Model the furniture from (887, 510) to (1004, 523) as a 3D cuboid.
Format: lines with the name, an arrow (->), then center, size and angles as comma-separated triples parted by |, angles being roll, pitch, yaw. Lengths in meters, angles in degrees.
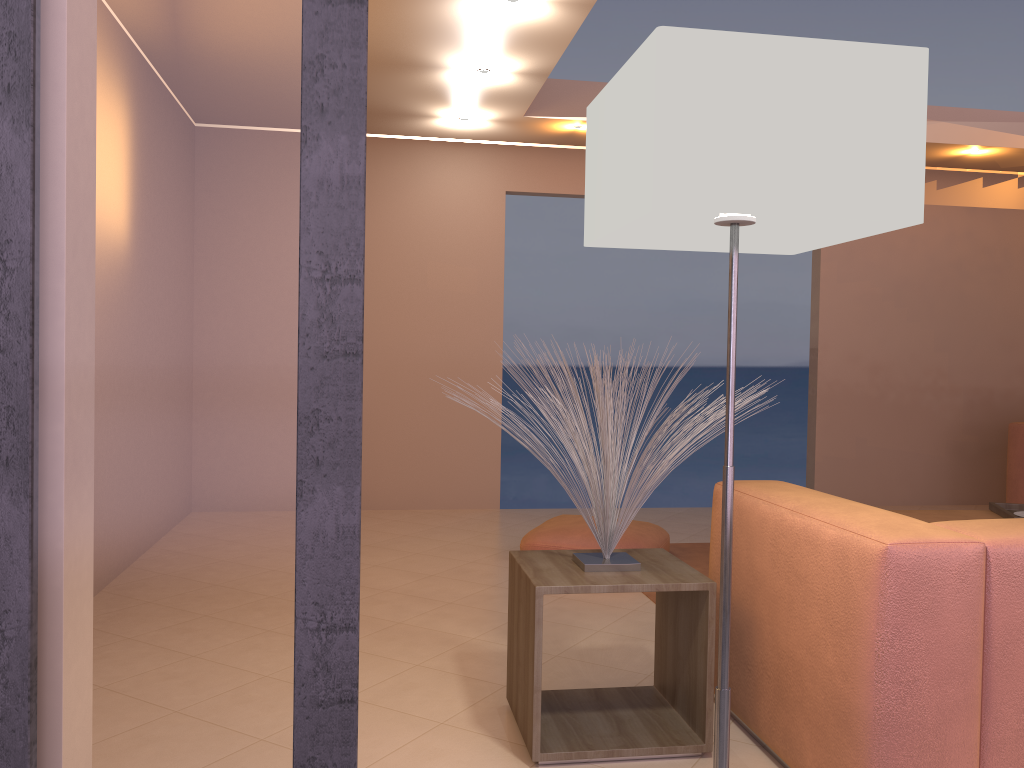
furniture -> 2.130, 0.743, 3.948 | 1.291, 0.301, 0.685 | 1, 1, -4

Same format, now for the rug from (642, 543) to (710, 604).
rug -> 1.855, 0.930, 4.182 | 2.626, 0.005, 1.833 | 1, 2, -9

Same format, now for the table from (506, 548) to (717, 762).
table -> 0.252, 0.713, 2.424 | 0.469, 0.436, 0.415 | 1, 2, -9

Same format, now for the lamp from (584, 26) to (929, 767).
lamp -> 0.395, 0.175, 1.618 | 0.454, 1.578, 0.454 | 1, 2, -9

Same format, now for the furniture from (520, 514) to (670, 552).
furniture -> 0.434, 0.814, 4.561 | 0.699, 0.226, 0.659 | 2, 2, 21

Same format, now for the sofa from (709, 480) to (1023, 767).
sofa -> 2.013, 0.644, 2.449 | 2.781, 0.672, 0.943 | 1, 2, -9

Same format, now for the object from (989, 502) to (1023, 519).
object -> 2.391, 0.583, 3.915 | 0.421, 0.034, 0.436 | 1, 2, 16

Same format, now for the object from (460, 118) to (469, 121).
object -> -0.289, -1.613, 5.402 | 0.058, 0.004, 0.058 | 0, 2, -37

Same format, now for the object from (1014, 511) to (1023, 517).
object -> 2.332, 0.586, 3.881 | 0.240, 0.018, 0.240 | 3, 2, 45

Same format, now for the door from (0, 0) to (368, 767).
door -> -0.431, -0.110, 1.128 | 0.480, 2.160, 0.056 | 1, 2, -9

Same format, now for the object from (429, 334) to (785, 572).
object -> 0.274, 0.180, 2.325 | 0.703, 0.634, 0.700 | 2, 2, 37

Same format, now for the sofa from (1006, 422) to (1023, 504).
sofa -> 3.968, 0.623, 4.663 | 0.943, 0.672, 2.781 | 1, 2, -9
